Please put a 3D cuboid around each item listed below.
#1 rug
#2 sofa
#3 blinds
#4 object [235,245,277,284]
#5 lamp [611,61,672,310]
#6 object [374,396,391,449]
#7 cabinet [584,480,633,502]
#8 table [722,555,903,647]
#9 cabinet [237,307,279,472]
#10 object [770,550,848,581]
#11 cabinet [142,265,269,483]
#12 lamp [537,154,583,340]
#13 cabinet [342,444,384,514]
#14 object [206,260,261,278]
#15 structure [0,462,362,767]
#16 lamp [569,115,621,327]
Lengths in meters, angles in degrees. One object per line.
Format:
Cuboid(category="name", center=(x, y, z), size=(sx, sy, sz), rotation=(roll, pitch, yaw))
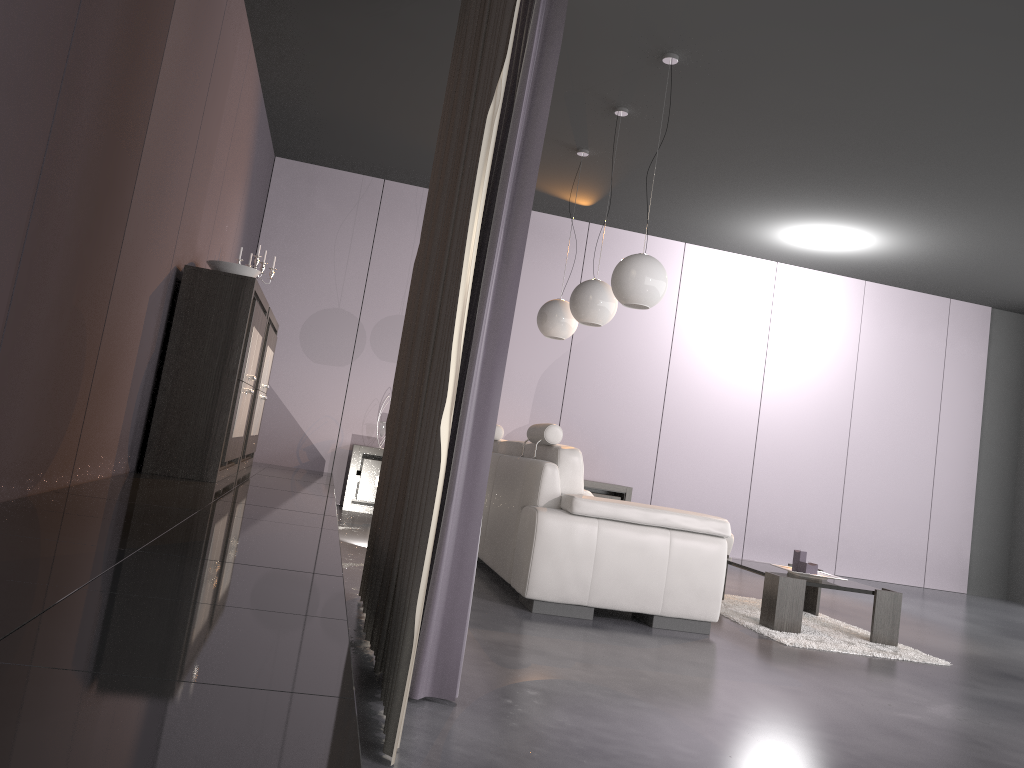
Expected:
Cuboid(category="rug", center=(1.543, 1.313, 4.905), size=(0.915, 0.023, 1.521), rotation=(10, -5, -11))
Cuboid(category="sofa", center=(0.714, 0.800, 5.489), size=(1.865, 0.863, 2.851), rotation=(10, -5, -11))
Cuboid(category="blinds", center=(-0.070, -0.639, 2.761), size=(0.248, 3.014, 3.276), rotation=(10, -6, -11))
Cuboid(category="object", center=(-1.764, -0.736, 6.052), size=(0.230, 0.448, 0.228), rotation=(8, -7, 7))
Cuboid(category="lamp", center=(0.779, -1.116, 4.879), size=(0.305, 1.424, 0.307), rotation=(16, -10, -43))
Cuboid(category="object", center=(-1.121, 0.333, 7.775), size=(0.123, 0.468, 0.107), rotation=(10, -7, -10))
Cuboid(category="cabinet", center=(0.495, 1.128, 8.033), size=(1.070, 0.558, 0.376), rotation=(10, -7, -11))
Cuboid(category="table", center=(1.570, 1.179, 4.938), size=(0.699, 0.272, 0.902), rotation=(10, -5, -11))
Cuboid(category="cabinet", center=(-1.918, 0.028, 6.201), size=(0.411, 1.081, 1.068), rotation=(10, -6, -11))
Cuboid(category="object", center=(1.625, 0.983, 4.851), size=(0.304, 0.137, 0.303), rotation=(9, -5, -6))
Cuboid(category="cabinet", center=(-1.683, -0.027, 5.066), size=(0.411, 1.081, 1.068), rotation=(10, -6, -11))
Cuboid(category="lamp", center=(0.423, -1.033, 6.580), size=(0.306, 1.424, 0.305), rotation=(10, -7, -7))
Cuboid(category="cabinet", center=(-0.904, 0.887, 7.768), size=(1.070, 0.558, 0.376), rotation=(10, -7, -11))
Cuboid(category="object", center=(-1.624, -0.620, 5.135), size=(0.309, 0.117, 0.306), rotation=(7, -5, 23))
Cuboid(category="structure", center=(-1.090, 0.590, 2.886), size=(0.998, 0.302, 8.739), rotation=(10, -5, -11))
Cuboid(category="lamp", center=(0.607, -1.075, 5.713), size=(0.306, 1.424, 0.305), rotation=(10, -7, -8))
